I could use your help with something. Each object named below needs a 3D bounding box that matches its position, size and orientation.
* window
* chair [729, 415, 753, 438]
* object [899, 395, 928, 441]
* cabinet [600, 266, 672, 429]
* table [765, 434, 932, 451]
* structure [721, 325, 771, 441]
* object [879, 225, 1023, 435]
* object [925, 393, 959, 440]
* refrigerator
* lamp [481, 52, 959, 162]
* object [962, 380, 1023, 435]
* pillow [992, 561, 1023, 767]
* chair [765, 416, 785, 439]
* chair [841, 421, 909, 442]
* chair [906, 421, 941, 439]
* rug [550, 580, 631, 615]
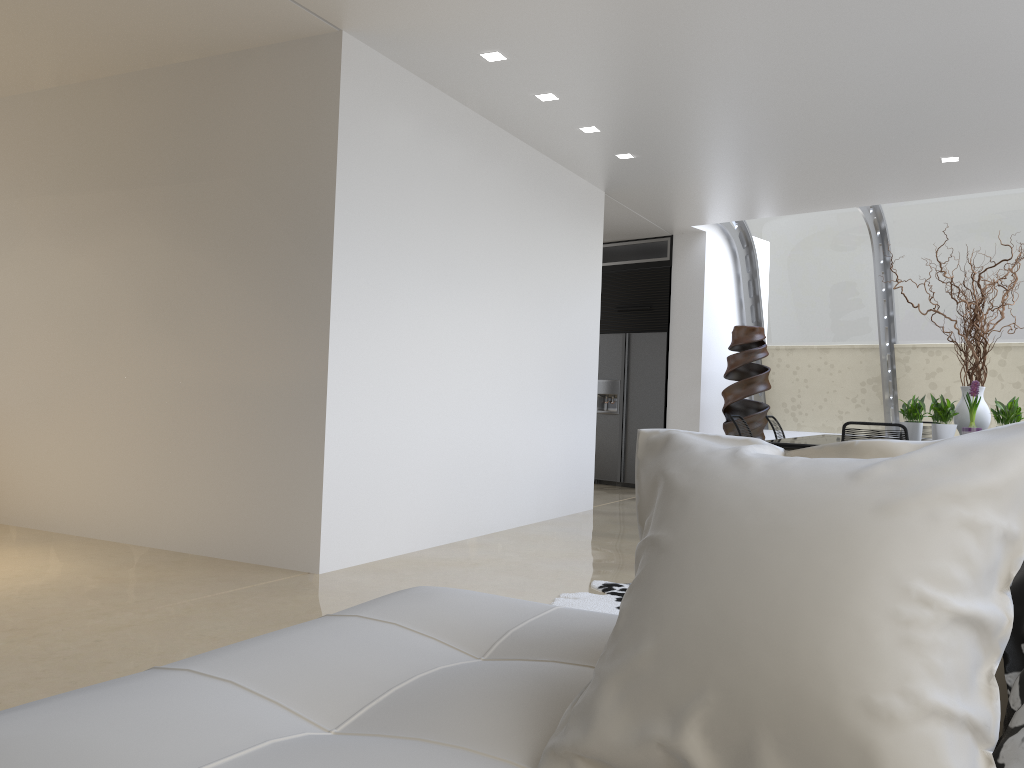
[{"bbox_3d":[-2.150,-0.448,6.170,16.693,3.674,16.171,2,-1,33],"label":"window"},{"bbox_3d":[1.953,0.499,6.473,0.688,0.519,0.446,2,-1,27],"label":"chair"},{"bbox_3d":[3.057,0.261,6.750,0.284,0.369,0.215,3,-1,-24],"label":"object"},{"bbox_3d":[1.172,-0.056,11.036,2.252,2.558,0.831,1,-1,42],"label":"cabinet"},{"bbox_3d":[3.333,0.829,6.404,2.494,0.759,3.031,2,-1,27],"label":"table"},{"bbox_3d":[2.425,0.320,9.215,0.498,1.843,0.493,1,-1,39],"label":"structure"},{"bbox_3d":[3.240,-0.328,6.546,1.031,1.549,1.135,2,-1,20],"label":"object"},{"bbox_3d":[3.041,0.251,6.271,0.284,0.369,0.215,3,-1,-29],"label":"object"},{"bbox_3d":[1.411,0.281,10.411,1.006,1.742,0.234,1,-1,41],"label":"refrigerator"},{"bbox_3d":[-3.187,-1.987,4.595,9.775,0.004,9.928,2,-1,28],"label":"lamp"},{"bbox_3d":[3.408,0.214,6.232,0.238,0.476,0.417,3,-1,-34],"label":"object"},{"bbox_3d":[0.748,0.318,0.851,0.604,0.471,0.394,1,-2,43],"label":"pillow"},{"bbox_3d":[2.540,0.544,7.605,0.688,0.519,0.446,2,-1,27],"label":"chair"},{"bbox_3d":[2.160,0.483,5.229,0.446,0.519,0.688,2,-1,27],"label":"chair"},{"bbox_3d":[3.663,0.595,7.972,0.446,0.519,0.688,2,-1,27],"label":"chair"},{"bbox_3d":[1.500,1.077,3.521,3.220,0.008,2.705,2,-1,27],"label":"rug"}]
